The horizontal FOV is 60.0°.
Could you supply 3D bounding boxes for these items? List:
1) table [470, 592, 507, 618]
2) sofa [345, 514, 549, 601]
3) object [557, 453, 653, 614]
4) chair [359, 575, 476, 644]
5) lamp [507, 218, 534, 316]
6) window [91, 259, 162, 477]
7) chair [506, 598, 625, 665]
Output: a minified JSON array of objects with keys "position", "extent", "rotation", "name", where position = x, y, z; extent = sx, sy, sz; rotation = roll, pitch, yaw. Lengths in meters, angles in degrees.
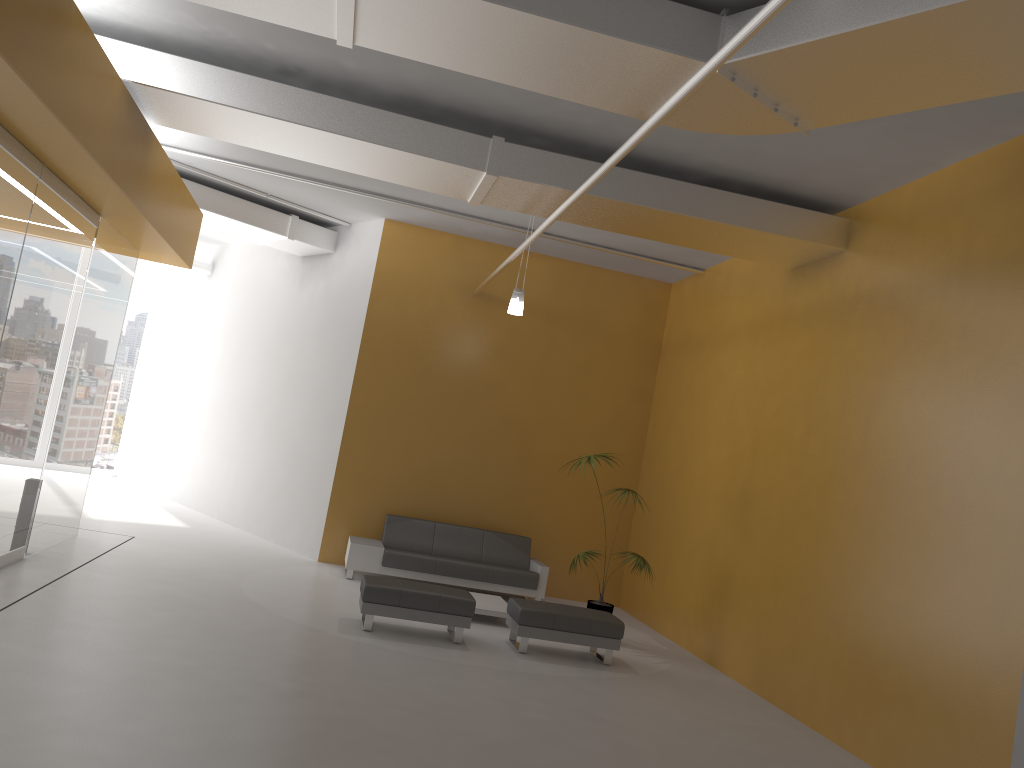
[{"position":[-0.528,2.372,9.509],"extent":[1.000,0.150,1.000],"rotation":[11,-5,-11],"name":"table"},{"position":[-0.797,2.130,10.881],"extent":[2.400,0.761,0.860],"rotation":[11,-5,-11],"name":"sofa"},{"position":[0.957,1.709,9.392],"extent":[1.222,1.956,0.912],"rotation":[7,-6,30],"name":"object"},{"position":[-0.888,2.044,8.078],"extent":[1.012,0.423,0.575],"rotation":[11,-5,-11],"name":"chair"},{"position":[0.140,-1.371,9.792],"extent":[0.174,1.227,0.174],"rotation":[7,-6,30],"name":"lamp"},{"position":[-9.432,-0.923,15.666],"extent":[8.533,4.498,0.100],"rotation":[14,-6,-41],"name":"window"},{"position":[0.474,2.311,8.317],"extent":[1.012,0.423,0.575],"rotation":[11,-5,-11],"name":"chair"}]
